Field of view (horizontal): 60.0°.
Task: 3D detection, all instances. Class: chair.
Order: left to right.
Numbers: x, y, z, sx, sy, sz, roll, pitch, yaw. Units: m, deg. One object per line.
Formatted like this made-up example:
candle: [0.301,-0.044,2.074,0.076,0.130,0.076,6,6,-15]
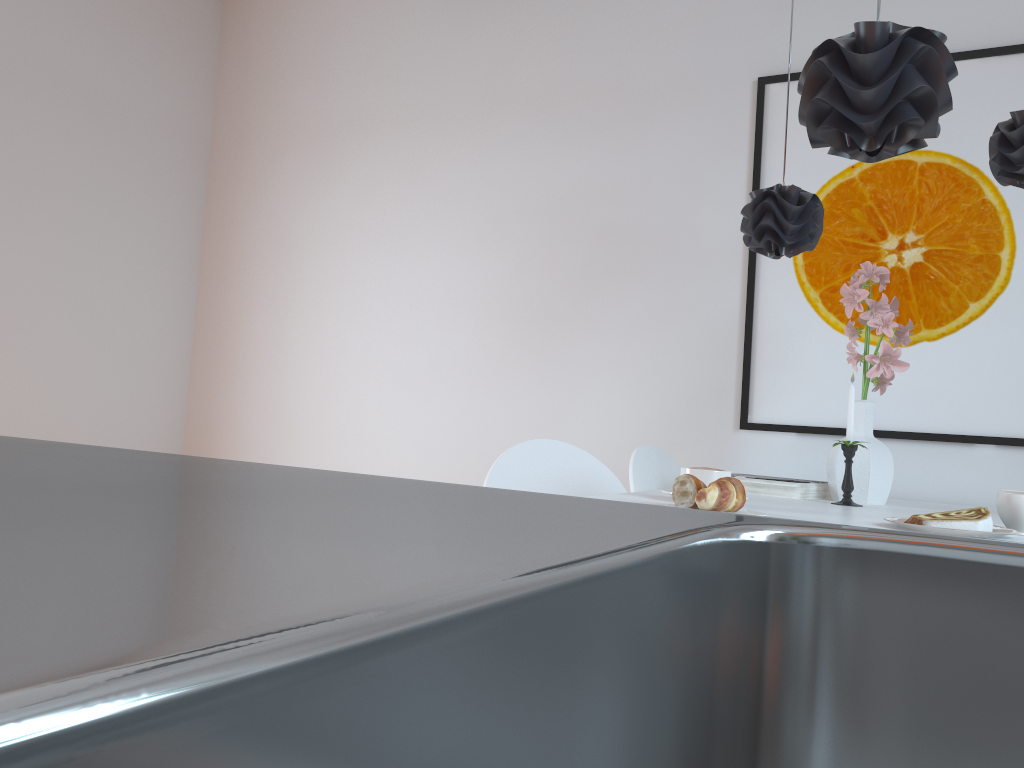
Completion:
chair: [0.240,0.554,1.655,0.497,0.871,0.655,6,-4,-37]
chair: [0.597,0.604,2.150,0.654,0.871,0.497,2,-4,33]

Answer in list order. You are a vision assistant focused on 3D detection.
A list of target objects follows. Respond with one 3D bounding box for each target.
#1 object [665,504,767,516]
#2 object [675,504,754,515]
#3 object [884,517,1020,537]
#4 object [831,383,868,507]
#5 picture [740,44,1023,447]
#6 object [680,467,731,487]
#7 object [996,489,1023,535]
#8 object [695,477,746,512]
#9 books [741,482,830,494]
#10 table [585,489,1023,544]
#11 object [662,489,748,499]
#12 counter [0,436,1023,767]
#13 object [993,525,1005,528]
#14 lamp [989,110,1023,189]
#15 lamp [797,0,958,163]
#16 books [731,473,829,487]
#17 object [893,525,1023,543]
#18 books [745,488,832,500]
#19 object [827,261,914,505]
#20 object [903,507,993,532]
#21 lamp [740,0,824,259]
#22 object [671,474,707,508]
object: [0.342,0.214,1.491,0.165,0.005,0.168,5,-3,-20]
object: [0.338,0.211,1.490,0.121,0.005,0.122,4,-3,8]
object: [0.693,0.228,1.404,0.194,0.012,0.189,3,-3,25]
object: [0.744,0.118,1.951,0.078,0.298,0.080,5,-4,-22]
picture: [1.059,-0.376,2.430,0.810,1.053,0.017,2,-4,28]
object: [0.369,0.191,1.692,0.095,0.064,0.097,2,-4,31]
object: [0.831,0.210,1.437,0.076,0.070,0.084,5,-3,-13]
object: [0.355,0.185,1.482,0.070,0.060,0.129,2,-4,28]
books: [0.631,0.250,2.187,0.258,0.014,0.189,1,-4,41]
table: [0.677,0.641,1.800,0.845,0.771,1.256,2,-4,28]
object: [0.366,0.219,1.688,0.163,0.020,0.158,1,-4,43]
counter: [-0.376,0.044,0.114,3.157,0.132,0.669,2,-3,28]
object: [0.791,0.230,1.466,0.129,0.027,0.027,5,-3,-12]
lamp: [1.065,-1.128,1.755,0.171,1.506,0.168,3,-4,19]
lamp: [0.798,-1.119,1.897,0.293,1.295,0.297,5,-4,-16]
books: [0.626,0.236,2.185,0.261,0.012,0.204,1,-4,44]
object: [0.744,0.238,1.425,0.231,0.003,0.224,2,-3,28]
books: [0.628,0.264,2.190,0.263,0.014,0.188,1,-4,43]
object: [0.853,-0.009,2.084,0.177,0.580,0.180,6,-4,-35]
object: [0.689,0.212,1.398,0.129,0.043,0.074,3,-3,21]
lamp: [0.634,-1.025,1.975,0.172,1.506,0.167,0,-5,44]
object: [0.315,0.184,1.519,0.073,0.059,0.061,7,-4,-41]
